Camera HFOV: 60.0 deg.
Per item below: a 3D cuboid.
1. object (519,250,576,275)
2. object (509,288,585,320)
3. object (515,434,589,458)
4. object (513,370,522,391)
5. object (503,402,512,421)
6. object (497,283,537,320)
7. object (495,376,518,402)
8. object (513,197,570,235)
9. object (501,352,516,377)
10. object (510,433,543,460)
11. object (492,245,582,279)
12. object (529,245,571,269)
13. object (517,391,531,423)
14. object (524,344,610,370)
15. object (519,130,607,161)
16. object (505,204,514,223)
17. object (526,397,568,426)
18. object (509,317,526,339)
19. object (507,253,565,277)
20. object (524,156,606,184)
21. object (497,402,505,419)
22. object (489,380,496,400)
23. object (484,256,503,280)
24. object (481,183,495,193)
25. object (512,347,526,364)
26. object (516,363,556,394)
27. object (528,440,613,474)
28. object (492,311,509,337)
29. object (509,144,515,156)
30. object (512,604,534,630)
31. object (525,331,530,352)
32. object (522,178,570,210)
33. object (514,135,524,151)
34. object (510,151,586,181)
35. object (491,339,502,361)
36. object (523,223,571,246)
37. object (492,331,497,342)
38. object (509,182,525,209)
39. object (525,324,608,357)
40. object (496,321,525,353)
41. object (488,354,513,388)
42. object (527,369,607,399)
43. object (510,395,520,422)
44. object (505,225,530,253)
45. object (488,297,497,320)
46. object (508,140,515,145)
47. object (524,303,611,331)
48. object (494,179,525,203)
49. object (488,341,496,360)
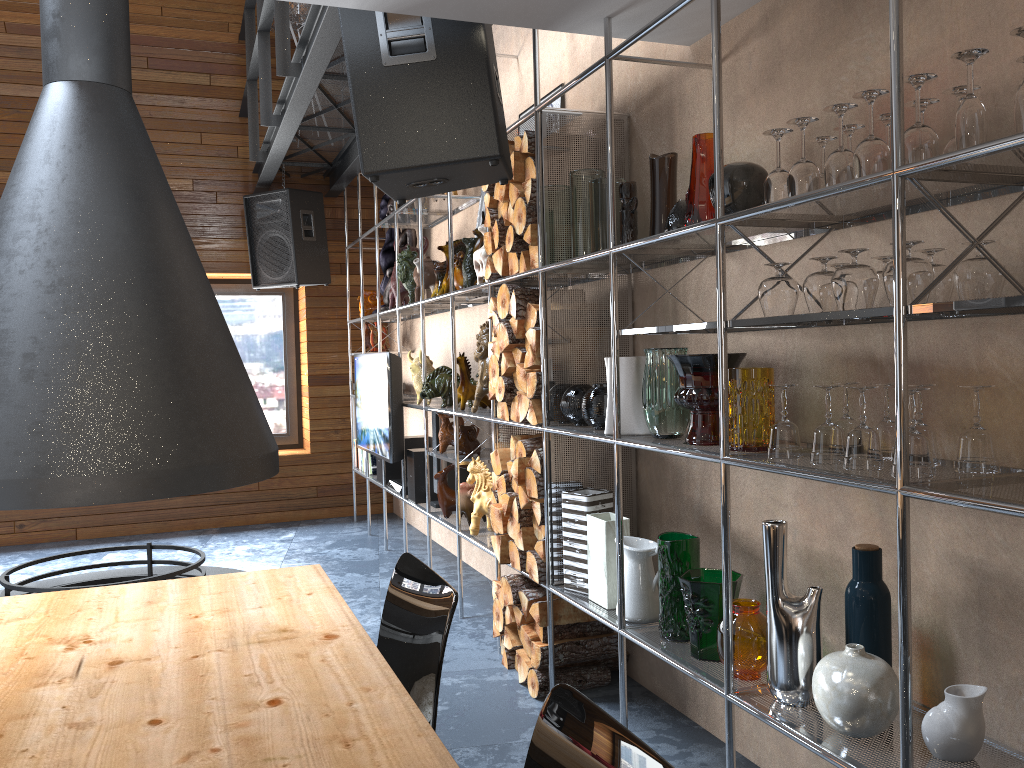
[{"bbox_3d":[0.181,-0.465,3.376,0.303,0.095,0.087,-2,2,-20],"label":"object"},{"bbox_3d":[0.134,-0.305,3.401,0.289,0.121,0.107,-2,2,-19],"label":"object"},{"bbox_3d":[0.173,0.247,3.496,0.312,0.150,0.140,-2,2,-24],"label":"object"},{"bbox_3d":[0.160,-0.023,3.490,0.288,0.118,0.147,-2,2,-24],"label":"object"},{"bbox_3d":[0.116,0.102,3.610,0.303,0.095,0.087,-2,2,-20],"label":"object"},{"bbox_3d":[0.105,-0.320,3.495,0.312,0.150,0.140,-2,2,-24],"label":"object"},{"bbox_3d":[0.090,0.019,3.567,0.312,0.110,0.103,-2,2,-24],"label":"object"},{"bbox_3d":[0.160,-0.621,3.311,0.286,0.143,0.143,-2,2,-20],"label":"object"},{"bbox_3d":[0.126,-0.088,3.534,0.331,0.110,0.101,-2,2,-18],"label":"object"},{"bbox_3d":[0.144,0.258,3.591,0.289,0.121,0.107,-2,2,-19],"label":"object"},{"bbox_3d":[0.113,-0.488,3.602,0.362,0.131,0.154,-2,2,-21],"label":"object"},{"bbox_3d":[0.217,-0.474,3.294,0.287,0.112,0.126,-2,2,-20],"label":"object"},{"bbox_3d":[0.211,0.087,3.393,0.362,0.131,0.154,-2,2,-20],"label":"object"},{"bbox_3d":[0.215,-0.095,3.294,0.331,0.110,0.107,-2,2,-22],"label":"object"},{"bbox_3d":[0.187,-0.873,3.279,0.308,0.107,0.121,-2,2,-16],"label":"object"},{"bbox_3d":[0.142,-0.658,3.435,0.331,0.110,0.101,-2,2,-22],"label":"object"},{"bbox_3d":[0.223,0.094,3.293,0.330,0.105,0.107,-2,2,-23],"label":"object"},{"bbox_3d":[0.147,-0.222,3.425,0.303,0.090,0.098,-2,2,-21],"label":"object"},{"bbox_3d":[0.143,-0.480,3.479,0.299,0.114,0.135,-2,2,-18],"label":"object"},{"bbox_3d":[0.203,-0.784,3.284,0.299,0.114,0.135,-2,2,-18],"label":"object"},{"bbox_3d":[0.090,0.090,3.695,0.287,0.112,0.126,-2,2,-21],"label":"object"},{"bbox_3d":[0.057,0.022,3.704,0.303,0.088,0.095,-2,2,-22],"label":"object"},{"bbox_3d":[0.056,-0.485,3.686,0.330,0.105,0.107,-2,2,-18],"label":"object"},{"bbox_3d":[0.039,-0.845,3.622,0.312,0.150,0.140,-2,2,-17],"label":"object"},{"bbox_3d":[0.169,-0.100,3.463,0.330,0.098,0.107,-2,2,-24],"label":"object"},{"bbox_3d":[0.181,-0.037,3.387,0.329,0.135,0.095,-2,2,-24],"label":"object"},{"bbox_3d":[0.217,0.266,3.317,0.308,0.107,0.121,-2,2,-24],"label":"object"},{"bbox_3d":[0.106,-0.248,3.586,0.362,0.115,0.098,-2,2,-21],"label":"object"},{"bbox_3d":[0.102,-0.868,3.430,0.289,0.121,0.107,-2,2,-21],"label":"object"},{"bbox_3d":[0.171,0.897,3.489,0.330,0.098,0.107,-2,2,-24],"label":"object"},{"bbox_3d":[0.198,-0.154,3.371,0.290,0.153,0.112,-2,2,-23],"label":"object"},{"bbox_3d":[0.196,-0.684,3.268,0.310,0.121,0.111,-2,2,-19],"label":"object"},{"bbox_3d":[0.180,-0.890,3.353,0.330,0.103,0.102,-2,2,-17],"label":"object"},{"bbox_3d":[0.162,-0.816,3.377,0.362,0.115,0.098,-2,2,-20],"label":"object"},{"bbox_3d":[0.088,-0.148,3.612,0.329,0.107,0.128,-2,2,-20],"label":"object"},{"bbox_3d":[0.199,-0.541,3.264,0.303,0.088,0.095,-2,2,-18],"label":"object"},{"bbox_3d":[0.076,-0.220,3.684,0.299,0.114,0.135,-2,2,-22],"label":"object"},{"bbox_3d":[0.164,-0.714,3.349,0.329,0.107,0.128,-2,2,-20],"label":"object"},{"bbox_3d":[0.206,-0.162,3.291,0.308,0.120,0.097,-2,2,-25],"label":"object"},{"bbox_3d":[0.111,-0.187,3.493,0.321,0.128,0.164,-2,2,-21],"label":"object"},{"bbox_3d":[0.059,-0.056,3.641,0.286,0.143,0.143,-2,2,-21],"label":"object"},{"bbox_3d":[0.221,-0.001,3.282,0.321,0.109,0.110,-2,2,-20],"label":"object"},{"bbox_3d":[0.153,0.091,3.507,0.299,0.114,0.135,-2,2,-22],"label":"object"},{"bbox_3d":[0.135,-0.549,3.390,0.312,0.110,0.103,-2,2,-17],"label":"object"},{"bbox_3d":[0.061,-0.309,3.675,0.308,0.107,0.121,-2,2,-24],"label":"object"},{"bbox_3d":[0.100,-0.909,3.551,0.299,0.118,0.129,-2,2,-22],"label":"object"},{"bbox_3d":[0.207,-0.249,3.328,0.299,0.119,0.151,-2,2,-18],"label":"object"},{"bbox_3d":[0.105,-0.758,3.453,0.321,0.128,0.164,-2,2,-20],"label":"object"},{"bbox_3d":[0.059,-0.121,3.695,0.310,0.121,0.111,-2,2,-21],"label":"object"}]
